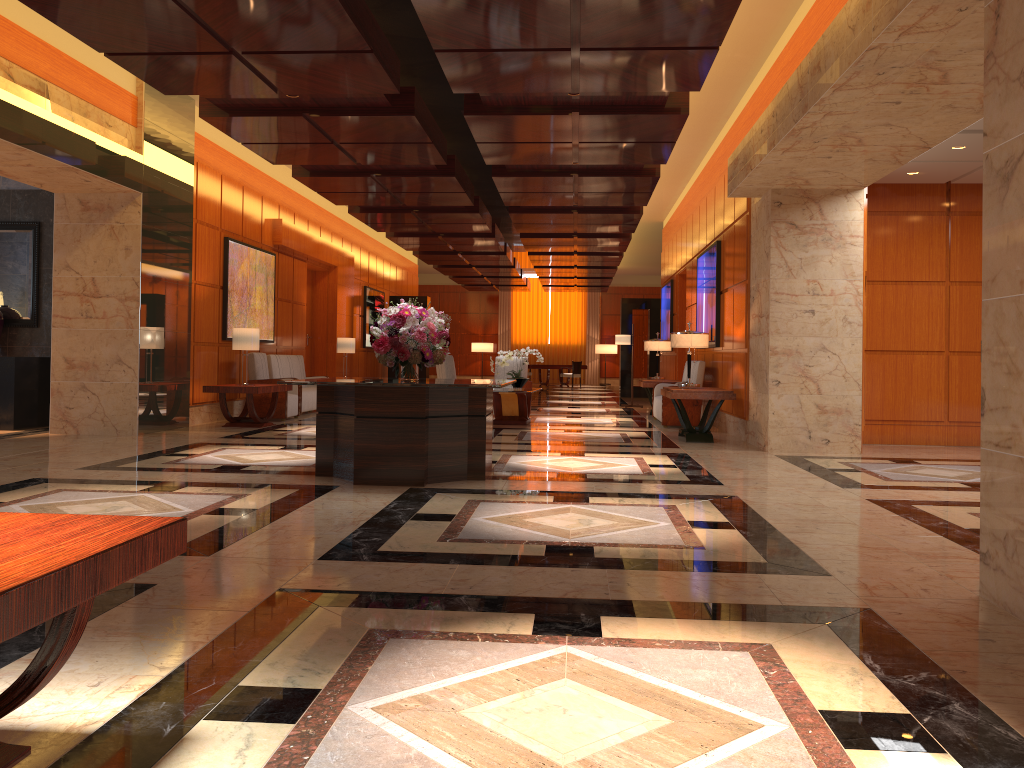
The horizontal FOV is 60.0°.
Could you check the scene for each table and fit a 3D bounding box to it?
[{"bbox_3d":[1.404,-0.268,29.357,2.106,0.742,0.784,0,1,-25],"label":"table"},{"bbox_3d":[2.493,0.244,14.773,0.725,0.607,1.270,1,1,4],"label":"table"},{"bbox_3d":[-3.435,0.281,11.587,0.725,0.534,1.168,1,1,7],"label":"table"},{"bbox_3d":[2.191,0.359,10.562,0.725,0.607,1.270,1,1,4],"label":"table"},{"bbox_3d":[-0.822,0.344,7.034,1.600,0.745,1.600,1,1,4],"label":"table"},{"bbox_3d":[0.002,0.324,12.713,0.722,0.496,1.560,1,1,7],"label":"table"},{"bbox_3d":[-1.395,0.589,1.821,1.167,0.534,0.725,1,1,4],"label":"table"}]

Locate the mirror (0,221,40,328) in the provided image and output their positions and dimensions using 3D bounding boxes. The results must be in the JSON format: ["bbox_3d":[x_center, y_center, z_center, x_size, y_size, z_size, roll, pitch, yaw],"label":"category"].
[{"bbox_3d":[-6.836,-1.390,11.210,1.767,1.339,0.029,1,-1,4],"label":"mirror"}]

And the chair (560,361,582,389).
[{"bbox_3d":[1.945,-0.297,28.494,0.584,0.894,0.576,1,0,-43],"label":"chair"}]

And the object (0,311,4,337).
[{"bbox_3d":[-6.773,-0.674,10.954,0.861,0.652,0.520,1,0,3],"label":"object"}]

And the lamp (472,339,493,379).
[{"bbox_3d":[-1.122,-0.865,33.395,0.811,1.661,0.810,1,0,44],"label":"lamp"}]

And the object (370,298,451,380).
[{"bbox_3d":[-0.812,-0.360,7.061,0.650,0.658,0.680,1,1,-5],"label":"object"}]

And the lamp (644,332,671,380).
[{"bbox_3d":[2.440,-0.475,14.854,0.458,0.794,0.458,1,0,-34],"label":"lamp"}]

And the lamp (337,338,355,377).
[{"bbox_3d":[0.680,-0.287,11.377,0.335,0.735,13.003,1,1,-37],"label":"lamp"}]

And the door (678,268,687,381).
[{"bbox_3d":[3.374,-0.818,16.608,0.340,2.652,1.537,1,0,4],"label":"door"}]

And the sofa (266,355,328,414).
[{"bbox_3d":[-3.447,-0.005,14.400,0.612,0.932,1.799,1,1,5],"label":"sofa"}]

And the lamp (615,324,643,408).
[{"bbox_3d":[2.311,-0.366,17.586,0.526,1.661,0.360,1,-1,-6],"label":"lamp"}]

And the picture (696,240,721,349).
[{"bbox_3d":[2.875,-1.256,13.043,0.056,1.452,1.997,1,1,4],"label":"picture"}]

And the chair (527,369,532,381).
[{"bbox_3d":[0.313,-0.378,30.492,0.576,0.894,0.584,1,0,32],"label":"chair"}]

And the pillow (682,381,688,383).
[{"bbox_3d":[2.511,0.081,13.081,0.160,0.253,0.358,1,1,1],"label":"pillow"}]

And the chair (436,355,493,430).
[{"bbox_3d":[-0.624,0.112,11.269,0.628,0.961,0.738,1,0,-17],"label":"chair"}]

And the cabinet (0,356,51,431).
[{"bbox_3d":[-6.883,0.088,10.827,2.190,0.868,0.784,1,0,4],"label":"cabinet"}]

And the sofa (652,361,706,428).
[{"bbox_3d":[2.440,0.119,13.066,0.612,0.932,1.799,1,1,5],"label":"sofa"}]

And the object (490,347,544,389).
[{"bbox_3d":[0.075,-0.235,12.834,0.788,0.617,0.417,1,0,-19],"label":"object"}]

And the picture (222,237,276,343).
[{"bbox_3d":[-3.956,-1.367,13.437,0.056,1.452,1.997,1,1,4],"label":"picture"}]

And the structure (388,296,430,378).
[{"bbox_3d":[-2.654,-1.008,22.890,0.985,2.499,0.500,1,-1,4],"label":"structure"}]

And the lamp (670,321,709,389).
[{"bbox_3d":[2.142,-0.353,10.710,0.458,0.810,0.458,1,0,13],"label":"lamp"}]

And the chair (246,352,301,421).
[{"bbox_3d":[-3.449,0.028,12.780,0.628,0.961,0.738,1,0,3],"label":"chair"}]

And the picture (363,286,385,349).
[{"bbox_3d":[-3.365,-1.592,21.677,0.056,1.452,1.997,1,1,4],"label":"picture"}]

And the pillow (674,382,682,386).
[{"bbox_3d":[2.513,0.077,13.516,0.195,0.227,0.344,1,1,9],"label":"pillow"}]

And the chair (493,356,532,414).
[{"bbox_3d":[-0.113,0.036,14.222,0.738,0.961,0.628,1,0,23],"label":"chair"}]

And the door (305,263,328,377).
[{"bbox_3d":[-3.952,-0.940,17.116,0.340,2.652,1.499,1,0,4],"label":"door"}]

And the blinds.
[{"bbox_3d":[1.401,-2.050,33.863,3.853,4.066,0.149,1,-1,4],"label":"blinds"}]

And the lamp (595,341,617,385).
[{"bbox_3d":[3.510,-0.788,33.062,0.811,1.661,0.810,1,0,44],"label":"lamp"}]

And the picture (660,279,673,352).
[{"bbox_3d":[3.295,-1.416,18.888,0.056,1.452,1.997,1,1,4],"label":"picture"}]
